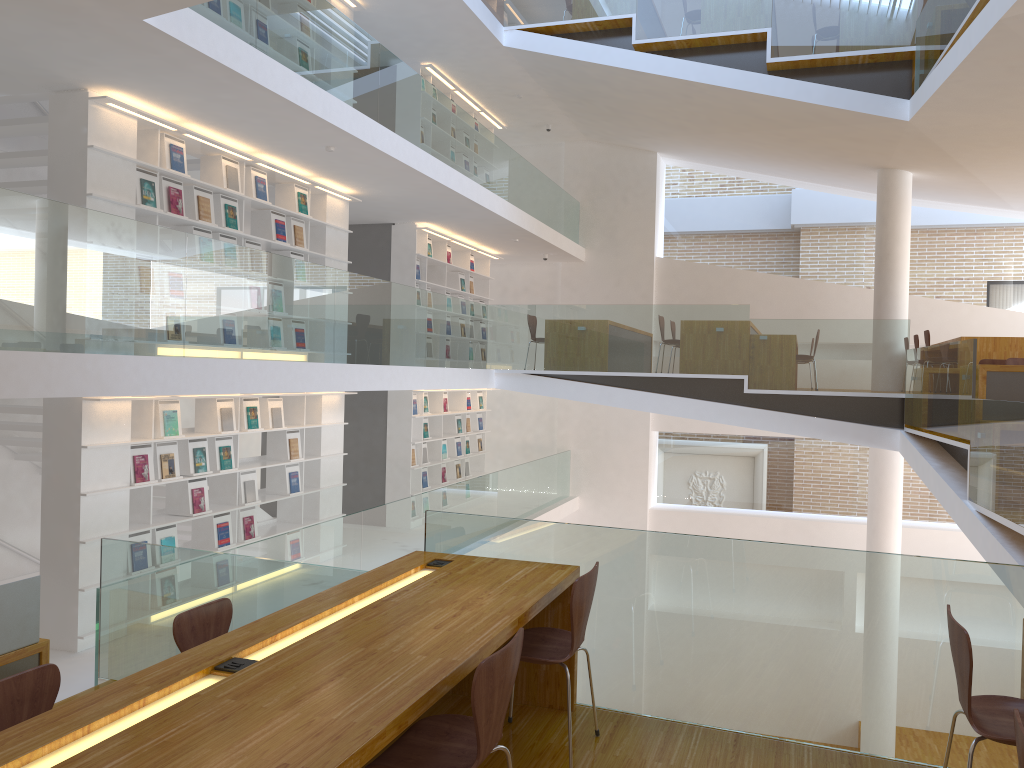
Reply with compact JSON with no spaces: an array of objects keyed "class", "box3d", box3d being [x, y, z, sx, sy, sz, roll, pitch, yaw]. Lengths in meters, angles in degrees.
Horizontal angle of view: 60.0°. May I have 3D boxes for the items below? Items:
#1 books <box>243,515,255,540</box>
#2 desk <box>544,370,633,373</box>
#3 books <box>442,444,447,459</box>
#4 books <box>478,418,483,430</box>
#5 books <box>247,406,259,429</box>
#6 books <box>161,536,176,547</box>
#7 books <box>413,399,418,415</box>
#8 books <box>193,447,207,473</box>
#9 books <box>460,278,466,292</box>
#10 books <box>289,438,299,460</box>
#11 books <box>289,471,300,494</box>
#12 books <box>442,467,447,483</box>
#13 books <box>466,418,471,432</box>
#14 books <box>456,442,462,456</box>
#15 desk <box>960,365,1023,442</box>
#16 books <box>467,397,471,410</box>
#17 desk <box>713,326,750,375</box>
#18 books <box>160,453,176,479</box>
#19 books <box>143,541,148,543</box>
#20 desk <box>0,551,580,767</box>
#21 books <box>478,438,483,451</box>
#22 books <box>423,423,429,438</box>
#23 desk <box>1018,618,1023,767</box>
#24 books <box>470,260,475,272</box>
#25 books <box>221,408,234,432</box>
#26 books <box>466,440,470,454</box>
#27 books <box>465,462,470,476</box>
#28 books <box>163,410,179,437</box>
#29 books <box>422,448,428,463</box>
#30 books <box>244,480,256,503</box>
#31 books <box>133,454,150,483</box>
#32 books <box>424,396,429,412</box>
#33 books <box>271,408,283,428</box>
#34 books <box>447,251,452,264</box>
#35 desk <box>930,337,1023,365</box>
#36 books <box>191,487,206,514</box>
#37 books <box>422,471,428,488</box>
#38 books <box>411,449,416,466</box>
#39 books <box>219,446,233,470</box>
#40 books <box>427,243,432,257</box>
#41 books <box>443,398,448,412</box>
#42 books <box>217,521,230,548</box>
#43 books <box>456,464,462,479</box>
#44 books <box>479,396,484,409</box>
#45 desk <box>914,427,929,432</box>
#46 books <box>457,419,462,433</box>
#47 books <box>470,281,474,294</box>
[{"class":"books","box3d":[-2.364,1.297,7.972,0.037,0.210,0.145,2,1,18]},{"class":"desk","box3d":[1.247,-0.454,11.901,0.760,0.606,3.194,2,1,18]},{"class":"books","box3d":[-0.950,0.949,12.442,0.037,0.210,0.145,2,1,18]},{"class":"books","box3d":[-0.487,0.632,13.811,0.037,0.210,0.145,2,1,18]},{"class":"books","box3d":[-2.331,0.309,7.975,0.037,0.210,0.145,2,1,18]},{"class":"books","box3d":[-2.694,1.308,6.961,0.037,0.210,0.145,2,1,18]},{"class":"books","box3d":[-1.259,0.305,11.434,0.037,0.210,0.145,2,1,18]},{"class":"books","box3d":[-2.567,0.629,7.300,0.037,0.210,0.145,2,1,18]},{"class":"books","box3d":[-0.715,-1.433,12.946,0.037,0.210,0.145,2,1,18]},{"class":"books","box3d":[-2.124,0.637,8.643,0.037,0.210,0.145,2,1,18]},{"class":"books","box3d":[-2.124,0.965,8.662,0.037,0.210,0.145,2,1,18]},{"class":"books","box3d":[-0.958,1.277,12.446,0.037,0.210,0.145,2,1,18]},{"class":"books","box3d":[-0.657,0.617,13.302,0.037,0.210,0.145,2,1,18]},{"class":"books","box3d":[-0.772,0.955,12.972,0.037,0.210,0.145,2,1,18]},{"class":"desk","box3d":[5.067,0.408,6.290,3.216,1.022,1.248,2,1,18]},{"class":"books","box3d":[-0.649,0.303,13.298,0.037,0.210,0.145,2,1,18]},{"class":"desk","box3d":[2.985,-0.328,11.328,1.248,0.757,3.196,2,1,18]},{"class":"books","box3d":[-2.693,0.652,6.945,0.037,0.210,0.145,2,1,18]},{"class":"books","box3d":[-2.790,1.296,6.668,0.037,0.210,0.145,2,1,18]},{"class":"desk","box3d":[-0.822,1.216,2.475,1.285,0.918,3.236,2,1,18]},{"class":"books","box3d":[-0.494,0.957,13.818,0.037,0.210,0.145,2,1,18]},{"class":"books","box3d":[-1.149,0.625,11.800,0.037,0.210,0.145,2,1,18]},{"class":"desk","box3d":[1.637,1.133,1.465,0.760,0.606,3.185,2,1,18]},{"class":"books","box3d":[-0.597,-1.748,13.276,0.037,0.210,0.145,2,1,18]},{"class":"books","box3d":[-2.447,0.309,7.623,0.037,0.210,0.145,2,1,18]},{"class":"books","box3d":[-0.667,0.954,13.290,0.037,0.210,0.145,2,1,18]},{"class":"books","box3d":[-0.676,1.279,13.294,0.037,0.210,0.145,2,1,18]},{"class":"books","box3d":[-2.670,0.312,6.947,0.037,0.210,0.145,2,1,18]},{"class":"books","box3d":[-1.162,0.956,11.789,0.037,0.210,0.145,2,1,18]},{"class":"books","box3d":[-2.352,0.976,7.969,0.037,0.210,0.145,2,1,18]},{"class":"books","box3d":[-2.779,0.638,6.652,0.037,0.210,0.145,2,1,18]},{"class":"books","box3d":[-1.150,0.270,11.774,0.037,0.210,0.145,2,1,18]},{"class":"books","box3d":[-2.210,0.328,8.344,0.037,0.210,0.145,2,1,18]},{"class":"books","box3d":[-0.881,-1.746,12.412,0.037,0.210,0.145,2,1,18]},{"class":"desk","box3d":[5.725,-0.098,10.494,1.247,0.762,3.194,2,1,18]},{"class":"books","box3d":[-2.577,0.963,7.294,0.037,0.210,0.145,2,1,18]},{"class":"books","box3d":[-1.162,1.275,11.815,0.037,0.210,0.145,2,1,18]},{"class":"books","box3d":[-1.284,0.947,11.427,0.037,0.210,0.145,2,1,18]},{"class":"books","box3d":[-2.458,0.640,7.620,0.037,0.210,0.145,2,1,18]},{"class":"books","box3d":[-1.096,-1.760,11.759,0.037,0.210,0.145,2,1,18]},{"class":"books","box3d":[-0.933,0.305,12.435,0.037,0.210,0.145,2,1,18]},{"class":"books","box3d":[-2.479,1.297,7.623,0.037,0.210,0.145,2,1,18]},{"class":"books","box3d":[-0.779,1.280,12.979,0.037,0.210,0.145,2,1,18]},{"class":"books","box3d":[-0.481,0.296,13.808,0.037,0.210,0.145,2,1,18]},{"class":"desk","box3d":[5.624,0.193,8.244,3.356,0.606,0.760,2,1,18]},{"class":"books","box3d":[-0.767,0.618,12.969,0.037,0.210,0.145,2,1,18]},{"class":"books","box3d":[-0.605,-1.434,13.279,0.037,0.210,0.145,2,1,18]}]
